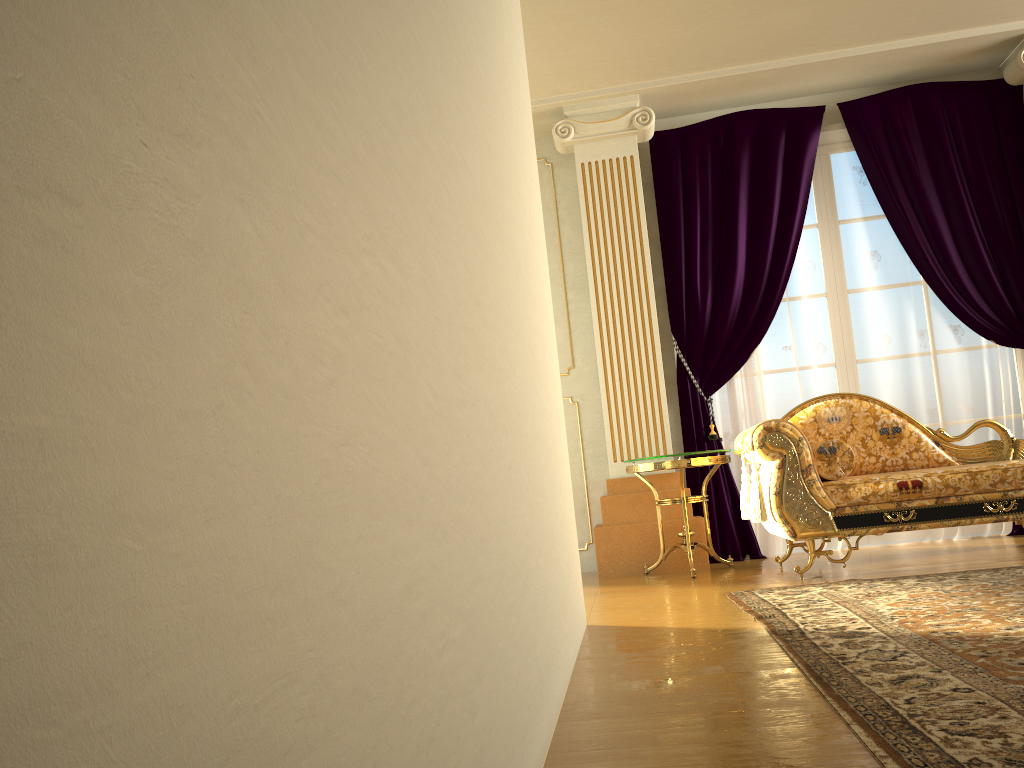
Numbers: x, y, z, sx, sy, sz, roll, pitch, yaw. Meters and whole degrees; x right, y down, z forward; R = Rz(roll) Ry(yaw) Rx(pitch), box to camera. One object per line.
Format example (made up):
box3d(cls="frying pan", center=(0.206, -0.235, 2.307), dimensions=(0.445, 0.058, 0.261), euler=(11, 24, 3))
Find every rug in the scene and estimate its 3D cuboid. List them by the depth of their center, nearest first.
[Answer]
box3d(cls="rug", center=(1.752, 0.592, 2.152), dimensions=(2.119, 0.017, 3.095), euler=(-7, -7, 7))

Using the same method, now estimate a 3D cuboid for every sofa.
box3d(cls="sofa", center=(2.045, 0.395, 4.187), dimensions=(1.895, 0.867, 0.696), euler=(-7, -5, 7))

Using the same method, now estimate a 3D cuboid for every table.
box3d(cls="table", center=(0.918, 0.700, 4.729), dimensions=(0.570, 0.640, 0.575), euler=(-2, -6, -38))

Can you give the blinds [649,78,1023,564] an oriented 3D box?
box3d(cls="blinds", center=(2.013, -0.363, 5.203), dimensions=(2.237, 2.640, 0.340), euler=(-7, -3, 8))
